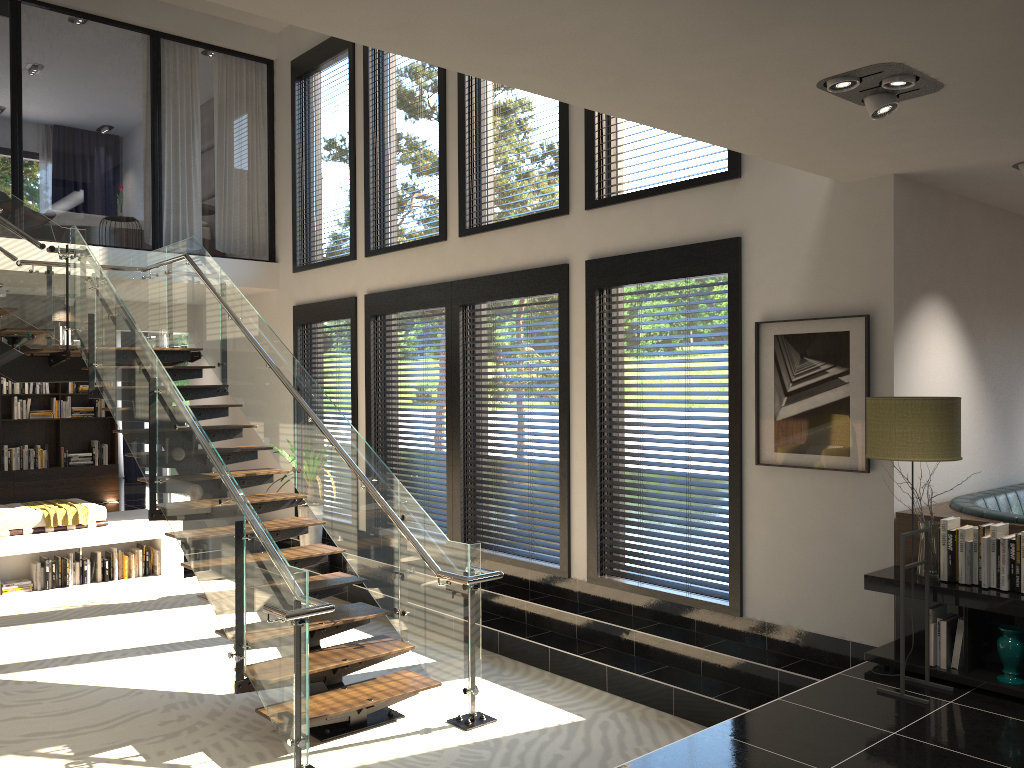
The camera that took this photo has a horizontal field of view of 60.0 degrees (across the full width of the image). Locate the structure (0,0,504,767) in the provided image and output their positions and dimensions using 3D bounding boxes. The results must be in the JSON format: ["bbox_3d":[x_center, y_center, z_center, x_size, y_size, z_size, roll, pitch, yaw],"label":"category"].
[{"bbox_3d":[-2.821,0.060,5.913,3.447,4.869,7.279,-1,0,-42],"label":"structure"}]

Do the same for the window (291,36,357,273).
[{"bbox_3d":[-1.989,-2.542,9.968,0.358,2.476,1.393,-1,1,-41],"label":"window"}]

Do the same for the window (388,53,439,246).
[{"bbox_3d":[-0.884,-2.552,8.802,0.005,2.297,1.221,-1,1,-41],"label":"window"}]

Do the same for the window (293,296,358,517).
[{"bbox_3d":[-1.971,0.316,10.000,0.358,2.476,1.393,-1,1,-41],"label":"window"}]

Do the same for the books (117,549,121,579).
[{"bbox_3d":[-4.134,1.882,9.288,0.021,0.302,0.167,-1,1,-41],"label":"books"}]

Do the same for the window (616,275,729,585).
[{"bbox_3d":[1.218,0.285,6.431,0.005,2.297,1.221,-1,1,-41],"label":"window"}]

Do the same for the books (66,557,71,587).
[{"bbox_3d":[-4.499,1.900,8.970,0.027,0.270,0.187,-1,1,-41],"label":"books"}]

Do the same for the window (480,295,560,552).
[{"bbox_3d":[0.140,0.295,7.674,0.005,2.297,1.313,-1,1,-41],"label":"window"}]

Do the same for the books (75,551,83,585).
[{"bbox_3d":[-4.418,1.876,9.047,0.033,0.318,0.152,-1,1,-41],"label":"books"}]

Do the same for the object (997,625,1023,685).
[{"bbox_3d":[2.408,1.304,4.275,0.125,0.258,0.125,0,1,45],"label":"object"}]

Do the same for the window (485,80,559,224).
[{"bbox_3d":[0.161,-2.561,7.596,0.005,2.297,1.221,-1,1,-41],"label":"window"}]

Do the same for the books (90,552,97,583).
[{"bbox_3d":[-4.332,1.887,9.140,0.066,0.294,0.142,-1,1,-41],"label":"books"}]

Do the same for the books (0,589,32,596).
[{"bbox_3d":[-4.862,2.025,8.682,0.257,0.024,0.167,0,0,-41],"label":"books"}]

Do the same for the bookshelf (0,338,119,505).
[{"bbox_3d":[-6.134,0.234,11.248,2.090,2.683,0.273,-1,1,-41],"label":"bookshelf"}]

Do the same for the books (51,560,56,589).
[{"bbox_3d":[-4.605,1.901,8.872,0.029,0.268,0.173,-1,1,-41],"label":"books"}]

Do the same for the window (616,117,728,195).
[{"bbox_3d":[1.200,-2.570,6.399,0.005,2.297,1.221,-1,1,-41],"label":"window"}]

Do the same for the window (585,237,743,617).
[{"bbox_3d":[1.159,0.285,6.391,0.358,2.476,1.393,-1,1,-41],"label":"window"}]

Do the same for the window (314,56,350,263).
[{"bbox_3d":[-1.930,-2.542,10.008,0.005,2.297,1.221,-1,1,-41],"label":"window"}]

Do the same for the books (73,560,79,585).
[{"bbox_3d":[-4.444,1.919,9.031,0.028,0.231,0.158,-1,1,-41],"label":"books"}]

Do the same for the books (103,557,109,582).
[{"bbox_3d":[-4.230,1.919,9.187,0.032,0.229,0.228,-1,1,-41],"label":"books"}]

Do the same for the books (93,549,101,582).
[{"bbox_3d":[-4.287,1.878,9.160,0.027,0.312,0.189,-1,1,-41],"label":"books"}]

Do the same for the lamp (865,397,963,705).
[{"bbox_3d":[1.943,0.787,4.453,0.437,1.445,0.637,-1,1,-15],"label":"lamp"}]

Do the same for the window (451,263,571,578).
[{"bbox_3d":[0.081,0.295,7.634,0.358,2.476,1.498,-1,1,-41],"label":"window"}]

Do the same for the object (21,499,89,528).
[{"bbox_3d":[-4.790,1.490,9.243,0.466,0.510,1.166,-1,0,-41],"label":"object"}]

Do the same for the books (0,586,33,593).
[{"bbox_3d":[-4.862,2.001,8.682,0.261,0.024,0.167,0,0,-44],"label":"books"}]

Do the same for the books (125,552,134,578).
[{"bbox_3d":[-4.028,1.910,9.347,0.024,0.246,0.212,-1,1,-41],"label":"books"}]

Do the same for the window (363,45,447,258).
[{"bbox_3d":[-0.943,-2.551,8.762,0.358,2.476,1.393,-1,1,-41],"label":"window"}]

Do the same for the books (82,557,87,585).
[{"bbox_3d":[-4.382,1.908,9.058,0.036,0.253,0.178,-1,1,-41],"label":"books"}]

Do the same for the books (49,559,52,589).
[{"bbox_3d":[-4.645,1.894,8.873,0.030,0.284,0.176,-1,1,-41],"label":"books"}]

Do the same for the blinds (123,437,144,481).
[{"bbox_3d":[-6.301,0.266,14.679,0.161,2.771,1.080,-1,1,-42],"label":"blinds"}]

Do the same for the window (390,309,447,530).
[{"bbox_3d":[-0.840,0.303,8.804,0.005,2.297,1.313,-1,1,-41],"label":"window"}]

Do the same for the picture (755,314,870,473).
[{"bbox_3d":[1.803,0.059,5.374,0.028,0.911,0.748,-1,1,-41],"label":"picture"}]

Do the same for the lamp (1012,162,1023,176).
[{"bbox_3d":[2.980,-1.219,4.836,0.501,0.248,0.349,0,0,-41],"label":"lamp"}]

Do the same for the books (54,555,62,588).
[{"bbox_3d":[-4.567,1.883,8.921,0.035,0.305,0.151,-1,1,-41],"label":"books"}]

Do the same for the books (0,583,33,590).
[{"bbox_3d":[-4.865,1.977,8.685,0.274,0.025,0.156,0,0,-44],"label":"books"}]

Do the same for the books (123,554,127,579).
[{"bbox_3d":[-4.081,1.909,9.300,0.025,0.249,0.208,-1,1,-41],"label":"books"}]

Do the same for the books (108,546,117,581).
[{"bbox_3d":[-4.162,1.866,9.247,0.028,0.334,0.205,-1,1,-41],"label":"books"}]

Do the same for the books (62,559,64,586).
[{"bbox_3d":[-4.566,1.900,8.967,0.026,0.270,0.128,-1,1,-41],"label":"books"}]

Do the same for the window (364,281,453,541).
[{"bbox_3d":[-0.899,0.304,8.764,0.358,2.476,1.498,-1,1,-41],"label":"window"}]

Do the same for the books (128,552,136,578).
[{"bbox_3d":[-4.015,1.909,9.366,0.021,0.248,0.197,-1,1,-41],"label":"books"}]

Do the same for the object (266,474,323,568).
[{"bbox_3d":[-2.122,1.237,9.267,0.830,1.338,0.876,0,1,38],"label":"object"}]

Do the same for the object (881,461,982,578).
[{"bbox_3d":[2.141,0.643,4.663,0.406,0.744,0.607,0,0,9],"label":"object"}]

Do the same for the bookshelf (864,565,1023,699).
[{"bbox_3d":[2.442,1.262,4.360,0.356,0.500,1.304,-1,0,-41],"label":"bookshelf"}]

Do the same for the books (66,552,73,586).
[{"bbox_3d":[-4.491,1.872,9.003,0.029,0.326,0.153,-1,1,-41],"label":"books"}]

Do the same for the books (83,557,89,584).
[{"bbox_3d":[-4.361,1.906,9.076,0.019,0.256,0.186,-1,1,-41],"label":"books"}]

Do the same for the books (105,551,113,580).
[{"bbox_3d":[-4.204,1.892,9.255,0.026,0.284,0.177,-1,1,-41],"label":"books"}]

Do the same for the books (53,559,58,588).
[{"bbox_3d":[-4.589,1.902,8.897,0.029,0.268,0.146,-1,1,-41],"label":"books"}]

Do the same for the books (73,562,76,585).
[{"bbox_3d":[-4.476,1.922,9.027,0.026,0.226,0.132,-1,1,-41],"label":"books"}]

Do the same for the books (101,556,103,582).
[{"bbox_3d":[-4.274,1.906,9.190,0.030,0.256,0.160,-1,1,-41],"label":"books"}]

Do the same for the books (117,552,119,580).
[{"bbox_3d":[-4.148,1.892,9.271,0.023,0.283,0.175,-1,1,-41],"label":"books"}]

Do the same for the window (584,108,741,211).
[{"bbox_3d":[1.141,-2.570,6.358,0.358,2.476,1.393,-1,1,-41],"label":"window"}]

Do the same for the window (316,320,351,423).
[{"bbox_3d":[-1.912,0.316,10.041,0.005,2.297,1.221,-1,1,-41],"label":"window"}]

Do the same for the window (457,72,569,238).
[{"bbox_3d":[0.102,-2.561,7.556,0.358,2.476,1.393,-1,1,-41],"label":"window"}]

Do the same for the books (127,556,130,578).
[{"bbox_3d":[-4.067,1.925,9.357,0.022,0.216,0.137,-1,1,-41],"label":"books"}]

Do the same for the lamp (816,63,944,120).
[{"bbox_3d":[1.462,-1.221,3.520,0.501,0.231,0.349,0,0,-41],"label":"lamp"}]

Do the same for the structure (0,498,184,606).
[{"bbox_3d":[-5.352,0.488,8.735,3.781,3.245,1.149,-1,1,-41],"label":"structure"}]

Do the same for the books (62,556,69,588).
[{"bbox_3d":[-4.506,1.892,8.936,0.026,0.287,0.204,-1,1,-41],"label":"books"}]

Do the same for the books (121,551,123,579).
[{"bbox_3d":[-4.115,1.891,9.301,0.025,0.285,0.164,-1,1,-41],"label":"books"}]
